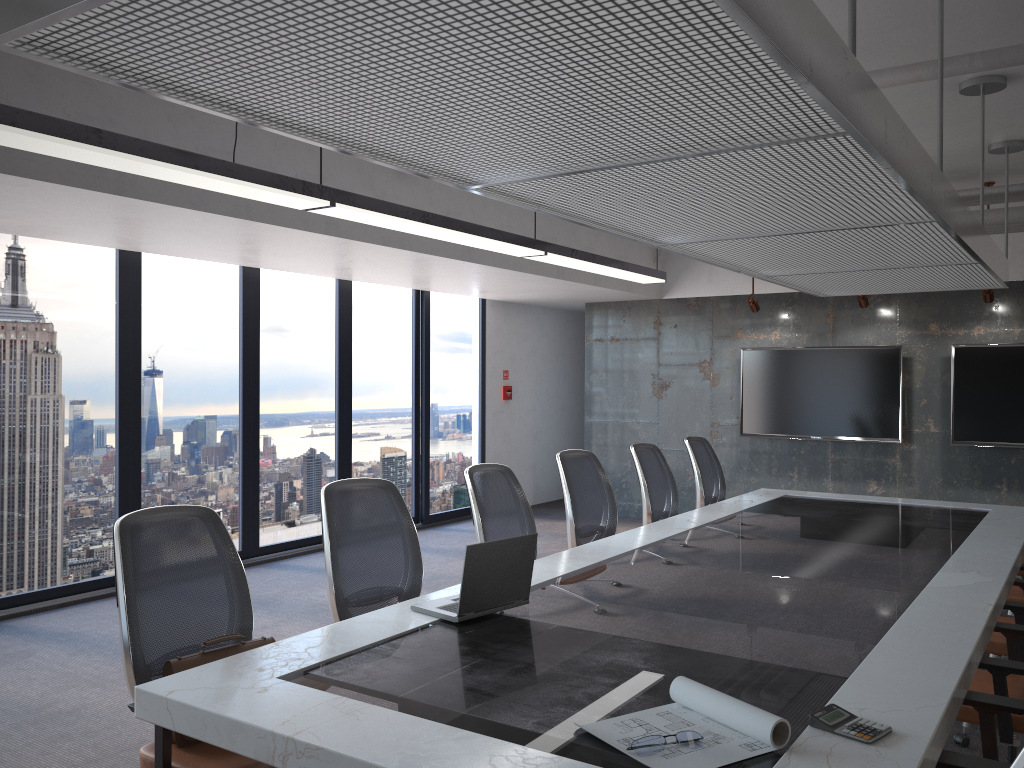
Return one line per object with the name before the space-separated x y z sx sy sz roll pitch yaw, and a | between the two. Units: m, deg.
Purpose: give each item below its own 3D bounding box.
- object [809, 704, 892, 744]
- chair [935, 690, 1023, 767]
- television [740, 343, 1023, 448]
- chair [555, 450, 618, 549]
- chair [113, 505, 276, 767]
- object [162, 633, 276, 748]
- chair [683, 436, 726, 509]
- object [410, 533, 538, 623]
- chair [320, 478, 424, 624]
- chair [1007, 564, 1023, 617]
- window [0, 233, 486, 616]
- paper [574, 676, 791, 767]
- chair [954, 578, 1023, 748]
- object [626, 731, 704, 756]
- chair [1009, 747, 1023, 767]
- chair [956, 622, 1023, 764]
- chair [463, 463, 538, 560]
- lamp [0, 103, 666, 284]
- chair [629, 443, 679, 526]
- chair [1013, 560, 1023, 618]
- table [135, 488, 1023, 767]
object | 0.831 0.832 2.178 0.126 0.026 0.161 0 0 -42
chair | 1.315 1.015 2.428 0.828 1.166 0.789 0 0 -2
television | 4.006 0.099 8.561 3.667 0.960 0.101 0 0 34
chair | 0.660 0.999 5.367 0.828 1.166 0.789 0 0 4
chair | -0.893 1.005 2.863 0.828 1.166 0.789 0 0 -2
object | -0.938 0.974 2.883 0.138 0.308 0.378 0 0 45
chair | 1.724 0.996 6.813 0.828 1.166 0.789 0 0 -2
object | -0.140 0.697 3.304 0.308 0.277 0.366 0 0 44
chair | -0.426 1.003 3.688 0.828 1.166 0.789 0 0 8
chair | 2.885 1.009 4.798 0.828 1.166 0.789 0 0 -2
window | -2.900 0.211 6.708 0.121 2.670 9.225 0 0 34
paper | 0.403 0.813 2.131 0.379 0.069 0.348 0 0 -31
chair | 2.362 1.011 4.008 0.828 1.166 0.789 0 0 -2
object | 0.365 0.828 2.050 0.200 0.036 0.049 0 0 -20
chair | 0.752 1.016 1.667 0.828 1.166 0.789 0 0 13
chair | 1.839 1.013 3.218 0.828 1.166 0.789 0 0 -2
chair | 0.154 1.002 4.443 0.828 1.166 0.789 0 0 -2
lamp | 1.229 -1.315 4.140 4.126 0.908 6.097 0 0 34
chair | 1.201 0.998 6.023 0.828 1.166 0.789 0 0 -2
chair | 3.409 1.007 5.588 0.828 1.166 0.789 0 0 -2
table | 1.261 1.211 4.229 1.898 0.745 5.498 0 0 34
